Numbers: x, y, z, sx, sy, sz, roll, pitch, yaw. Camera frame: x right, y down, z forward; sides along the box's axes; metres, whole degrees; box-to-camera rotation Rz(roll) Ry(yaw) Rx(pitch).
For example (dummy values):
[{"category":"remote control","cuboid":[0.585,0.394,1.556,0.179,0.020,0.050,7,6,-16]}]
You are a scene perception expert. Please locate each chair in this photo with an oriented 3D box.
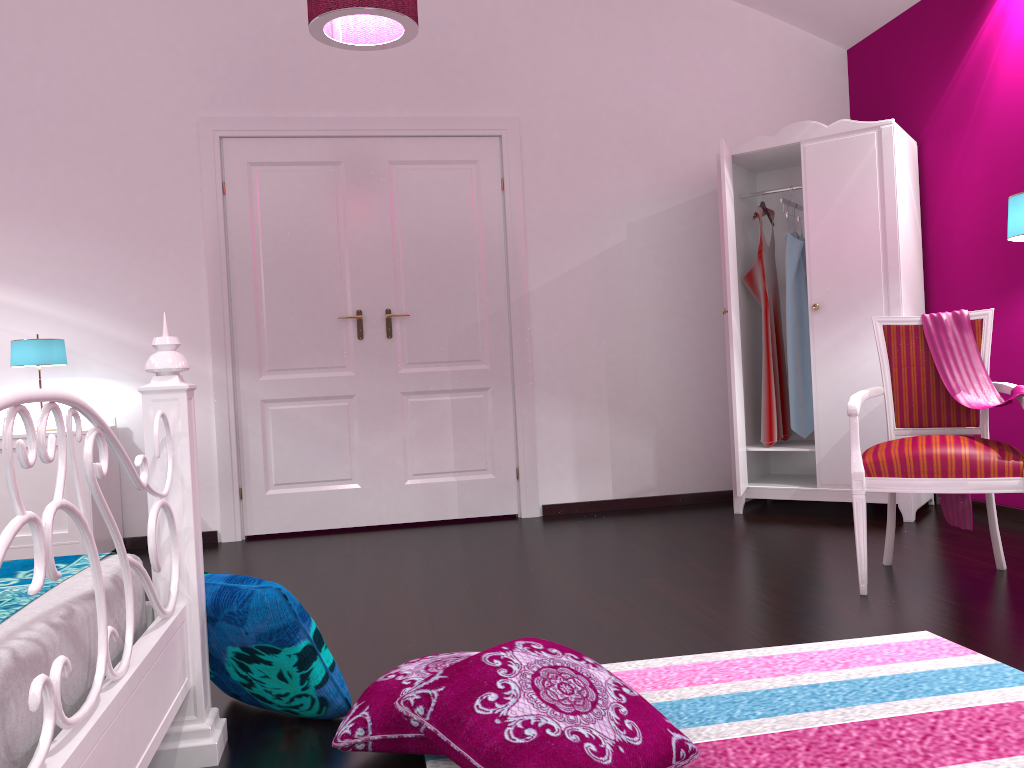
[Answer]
[{"category":"chair","cuboid":[1.407,0.206,2.921,0.528,0.901,0.511,-3,1,25]}]

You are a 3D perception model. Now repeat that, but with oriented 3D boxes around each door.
[{"category":"door","cuboid":[-0.707,-0.272,4.571,1.405,2.001,0.098,-3,1,-10]}]

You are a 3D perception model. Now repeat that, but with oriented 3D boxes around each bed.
[{"category":"bed","cuboid":[-1.626,0.265,0.815,2.317,1.143,2.167,-3,1,-10]}]

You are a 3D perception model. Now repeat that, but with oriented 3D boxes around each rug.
[{"category":"rug","cuboid":[0.627,0.710,1.261,1.400,0.018,2.100,-3,1,-10]}]

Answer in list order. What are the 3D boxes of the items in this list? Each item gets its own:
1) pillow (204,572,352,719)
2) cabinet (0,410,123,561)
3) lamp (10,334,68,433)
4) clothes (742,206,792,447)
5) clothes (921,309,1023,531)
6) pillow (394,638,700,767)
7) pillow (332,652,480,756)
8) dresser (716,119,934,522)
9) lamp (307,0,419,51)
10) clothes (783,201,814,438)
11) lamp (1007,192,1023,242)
[{"category":"pillow","cuboid":[-0.588,0.594,2.016,0.402,0.357,0.264,-3,1,30]},{"category":"cabinet","cuboid":[-2.423,0.479,3.961,1.142,0.734,0.506,-3,1,-10]},{"category":"lamp","cuboid":[-2.125,-0.005,3.996,0.229,0.438,0.229,-3,1,35]},{"category":"clothes","cuboid":[1.306,-0.307,4.598,0.173,1.237,0.315,-3,1,37]},{"category":"clothes","cuboid":[1.565,0.130,2.918,0.162,0.777,0.601,-3,1,-6]},{"category":"pillow","cuboid":[0.065,0.618,1.645,0.425,0.224,0.391,-4,1,-42]},{"category":"pillow","cuboid":[-0.112,0.668,1.890,0.429,0.142,0.400,-3,1,15]},{"category":"dresser","cuboid":[1.470,-0.308,4.311,0.842,1.893,0.875,-3,1,35]},{"category":"lamp","cuboid":[-0.367,-1.788,2.089,0.377,1.129,2.377,-3,1,-10]},{"category":"clothes","cuboid":[1.479,-0.328,4.507,0.180,1.199,0.191,-3,1,14]},{"category":"lamp","cuboid":[1.990,-0.053,3.215,0.303,1.352,0.303,-3,1,35]}]
